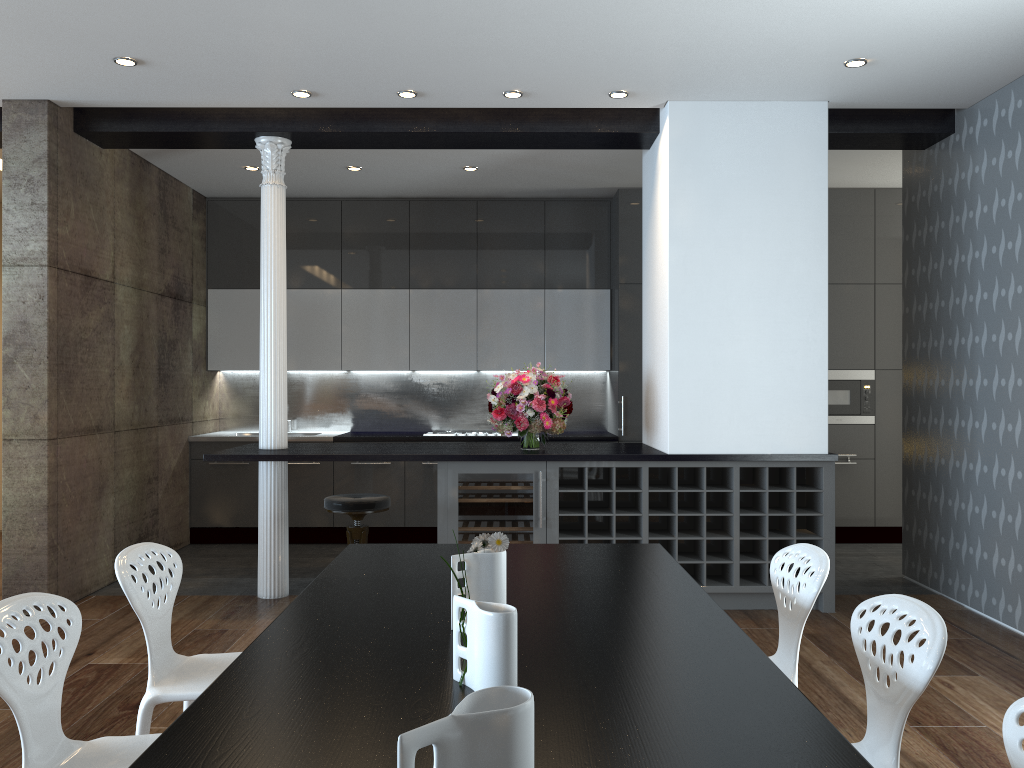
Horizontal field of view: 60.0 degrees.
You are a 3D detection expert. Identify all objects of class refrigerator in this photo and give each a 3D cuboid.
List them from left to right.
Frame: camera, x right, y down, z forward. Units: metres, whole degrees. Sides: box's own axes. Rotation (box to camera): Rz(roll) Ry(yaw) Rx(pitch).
[{"bbox_3d":[-0.088,0.839,5.230,0.578,0.774,0.075,0,0,4],"label":"refrigerator"}]

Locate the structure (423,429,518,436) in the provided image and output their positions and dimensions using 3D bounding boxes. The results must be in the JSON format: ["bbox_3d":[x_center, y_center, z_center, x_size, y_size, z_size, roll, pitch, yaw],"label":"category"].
[{"bbox_3d":[-0.304,0.442,7.767,0.900,0.066,0.520,0,0,0],"label":"structure"}]

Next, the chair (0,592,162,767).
[{"bbox_3d":[-0.926,0.929,2.106,0.581,0.835,0.495,0,0,0],"label":"chair"}]

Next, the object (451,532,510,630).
[{"bbox_3d":[-0.087,0.498,2.271,0.161,0.233,0.076,0,0,-19],"label":"object"}]

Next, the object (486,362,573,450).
[{"bbox_3d":[0.113,0.136,5.564,0.544,0.552,0.570,0,0,6],"label":"object"}]

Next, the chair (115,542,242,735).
[{"bbox_3d":[-0.925,0.929,2.808,0.581,0.835,0.495,0,0,0],"label":"chair"}]

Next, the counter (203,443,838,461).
[{"bbox_3d":[0.052,0.430,5.663,3.700,0.040,1.000,0,0,0],"label":"counter"}]

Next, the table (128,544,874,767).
[{"bbox_3d":[-0.019,0.981,1.719,1.200,0.733,3.400,0,0,0],"label":"table"}]

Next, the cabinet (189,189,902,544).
[{"bbox_3d":[0.998,-0.150,7.806,7.409,2.980,0.827,0,0,0],"label":"cabinet"}]

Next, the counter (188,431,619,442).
[{"bbox_3d":[-0.908,0.552,7.806,3.597,0.223,0.807,0,0,0],"label":"counter"}]

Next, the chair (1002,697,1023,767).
[{"bbox_3d":[0.687,0.929,1.384,0.581,0.835,0.495,0,0,0],"label":"chair"}]

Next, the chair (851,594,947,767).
[{"bbox_3d":[0.684,0.929,2.086,0.581,0.835,0.495,0,0,0],"label":"chair"}]

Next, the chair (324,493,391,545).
[{"bbox_3d":[-1.652,1.126,1.847,16.134,0.952,21.556,0,0,0],"label":"chair"}]

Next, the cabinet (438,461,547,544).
[{"bbox_3d":[-0.119,0.898,5.662,0.642,0.897,0.900,0,0,0],"label":"cabinet"}]

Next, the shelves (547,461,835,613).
[{"bbox_3d":[1.052,0.898,5.668,1.700,0.897,0.900,0,0,0],"label":"shelves"}]

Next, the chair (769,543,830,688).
[{"bbox_3d":[0.680,0.929,2.788,0.581,0.835,0.495,0,0,0],"label":"chair"}]

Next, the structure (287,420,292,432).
[{"bbox_3d":[-2.098,0.333,8.015,0.183,0.249,0.224,0,0,0],"label":"structure"}]

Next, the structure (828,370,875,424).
[{"bbox_3d":[2.744,0.110,7.699,0.595,0.452,0.528,0,0,0],"label":"structure"}]
